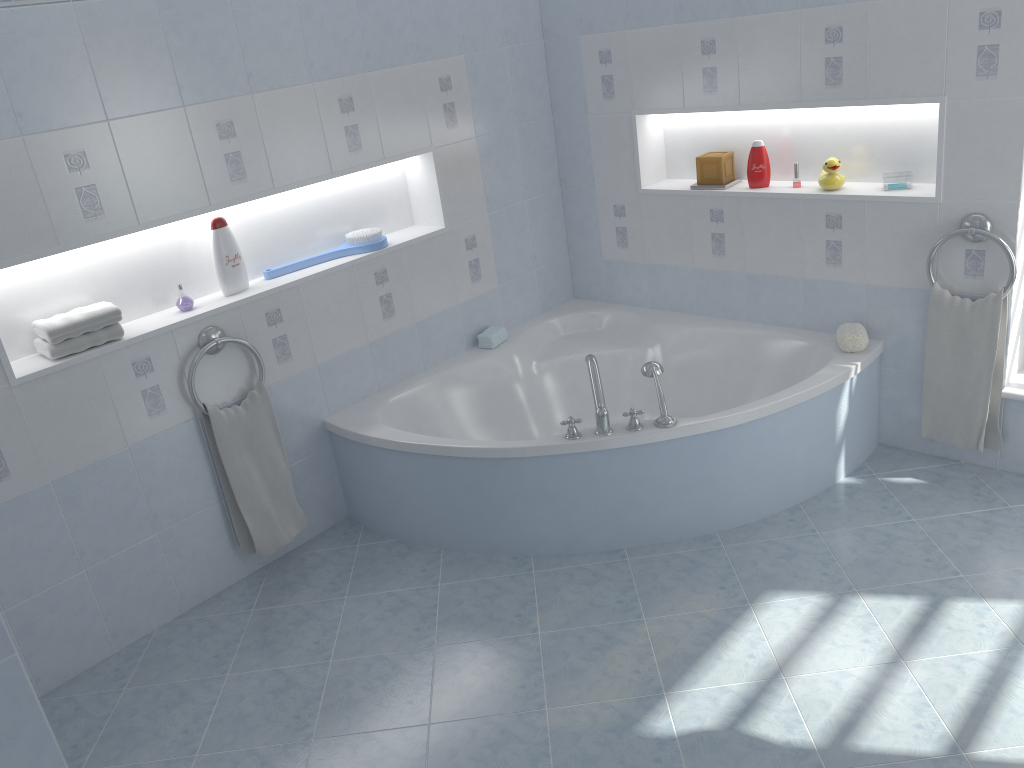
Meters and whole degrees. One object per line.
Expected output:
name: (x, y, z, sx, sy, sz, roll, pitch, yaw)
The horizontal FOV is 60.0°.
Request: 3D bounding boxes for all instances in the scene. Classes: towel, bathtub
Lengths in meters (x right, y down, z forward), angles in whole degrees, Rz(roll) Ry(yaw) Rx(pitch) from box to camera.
towel: (1.627, -0.056, 3.185, 0.280, 0.635, 0.083, 14, 31, 43)
towel: (-1.381, -0.200, 2.817, 0.232, 0.062, 0.163, -27, 29, -38)
bathtub: (0.359, 0.105, 3.497, 1.596, 0.670, 1.578, 13, 31, 42)
towel: (-0.919, 0.314, 3.220, 0.101, 0.634, 0.280, 12, 30, 40)
towel: (-1.379, -0.148, 2.829, 0.232, 0.060, 0.162, -27, 29, -38)

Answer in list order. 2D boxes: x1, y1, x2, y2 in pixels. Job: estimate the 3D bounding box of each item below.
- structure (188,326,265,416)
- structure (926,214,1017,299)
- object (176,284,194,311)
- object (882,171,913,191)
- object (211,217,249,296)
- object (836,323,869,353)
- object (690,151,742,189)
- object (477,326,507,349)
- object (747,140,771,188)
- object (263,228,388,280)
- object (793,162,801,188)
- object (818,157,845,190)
structure: (-1.002, -0.042, 3.089, 0.051, 0.332, 0.291, 13, 31, 42)
structure: (1.584, -0.418, 3.056, 0.291, 0.332, 0.051, 13, 31, 42)
object: (-1.135, -0.300, 3.061, 0.059, 0.094, 0.059, 10, 29, 37)
object: (1.417, -0.746, 3.262, 0.102, 0.053, 0.072, 0, 24, 20)
object: (-1.017, -0.458, 3.166, 0.063, 0.276, 0.134, 6, 27, 32)
object: (1.297, -0.178, 3.381, 0.105, 0.077, 0.165, -2, 23, 17)
object: (0.858, -0.903, 3.738, 0.160, 0.130, 0.160, 10, 29, 37)
object: (-0.088, -0.209, 3.976, 0.081, 0.059, 0.128, 5, 26, 31)
object: (0.994, -0.886, 3.575, 0.092, 0.190, 0.044, 0, 24, 19)
object: (-0.742, -0.523, 3.490, 0.534, 0.065, 0.172, -21, 25, -27)
object: (1.126, -0.827, 3.506, 0.030, 0.096, 0.030, -2, 23, 17)
object: (1.220, -0.806, 3.388, 0.095, 0.122, 0.132, -4, 23, 10)
